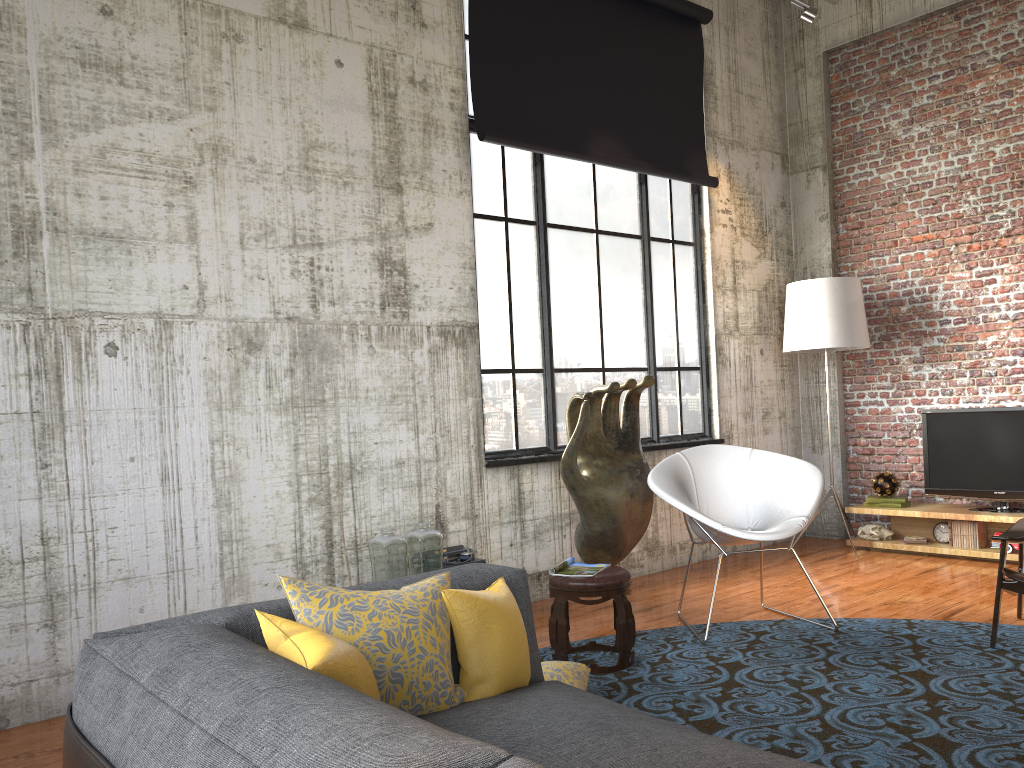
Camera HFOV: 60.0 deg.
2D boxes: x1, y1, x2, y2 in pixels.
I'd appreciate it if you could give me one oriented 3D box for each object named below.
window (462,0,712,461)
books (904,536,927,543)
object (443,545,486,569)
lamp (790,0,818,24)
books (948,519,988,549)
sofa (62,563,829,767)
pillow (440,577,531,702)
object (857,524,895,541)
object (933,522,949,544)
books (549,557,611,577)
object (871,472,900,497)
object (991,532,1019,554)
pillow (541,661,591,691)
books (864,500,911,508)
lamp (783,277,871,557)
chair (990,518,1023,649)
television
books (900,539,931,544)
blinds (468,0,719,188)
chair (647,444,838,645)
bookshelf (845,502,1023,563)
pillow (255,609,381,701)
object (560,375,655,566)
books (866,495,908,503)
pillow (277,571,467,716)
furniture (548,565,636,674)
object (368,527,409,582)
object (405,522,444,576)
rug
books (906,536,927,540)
[{"bbox_3d":[0.637,-1.181,6.634,2.577,3.436,0.050,-2,0,-41],"label":"window"},{"bbox_3d":[3.231,1.248,7.101,0.166,0.021,0.210,-3,-2,24],"label":"books"},{"bbox_3d":[-0.310,1.041,5.097,0.423,0.153,0.382,-2,-2,-41],"label":"object"},{"bbox_3d":[2.187,-2.776,6.572,0.226,0.215,0.102,-3,0,1],"label":"lamp"},{"bbox_3d":[3.509,1.149,6.831,0.173,0.218,0.232,-2,-1,-40],"label":"books"},{"bbox_3d":[0.296,0.926,1.447,1.361,0.861,3.006,-2,-2,-39],"label":"sofa"},{"bbox_3d":[-0.051,0.699,2.444,0.168,0.319,0.434,-3,-1,24],"label":"pillow"},{"bbox_3d":[3.021,1.225,7.341,0.183,0.133,0.274,-2,-1,-32],"label":"object"},{"bbox_3d":[3.422,1.180,7.017,0.068,0.172,0.169,-3,0,-39],"label":"object"},{"bbox_3d":[0.350,0.933,4.526,0.229,0.043,0.300,-3,-2,23],"label":"books"},{"bbox_3d":[3.106,0.836,7.372,0.215,0.208,0.216,-3,-1,39],"label":"object"},{"bbox_3d":[3.818,1.140,6.412,0.600,0.174,0.243,-4,-1,41],"label":"object"},{"bbox_3d":[0.153,1.323,3.799,0.481,0.247,0.503,-3,-1,16],"label":"pillow"},{"bbox_3d":[3.115,0.993,7.357,0.302,0.037,0.243,-4,-2,42],"label":"books"},{"bbox_3d":[2.653,0.270,7.405,0.693,2.243,0.707,-3,0,-18],"label":"lamp"},{"bbox_3d":[2.942,0.901,4.435,0.876,0.793,1.042,-3,-1,39],"label":"chair"},{"bbox_3d":[3.705,0.571,6.737,1.090,0.793,0.285,-3,0,36],"label":"television"},{"bbox_3d":[3.231,1.268,7.110,0.211,0.020,0.162,-3,-2,17],"label":"books"},{"bbox_3d":[0.693,-2.313,6.491,2.441,1.464,0.150,-2,0,-40],"label":"blinds"},{"bbox_3d":[1.317,0.877,5.123,1.057,1.030,0.806,-3,0,-1],"label":"chair"},{"bbox_3d":[4.239,1.103,6.106,0.548,0.359,3.848,-2,-2,-41],"label":"bookshelf"},{"bbox_3d":[-0.419,0.706,2.014,0.228,0.371,0.405,-3,-1,-31],"label":"pillow"},{"bbox_3d":[0.600,0.602,5.798,0.727,1.296,0.456,-3,0,-29],"label":"object"},{"bbox_3d":[3.113,0.956,7.357,0.302,0.037,0.243,-4,-2,29],"label":"books"},{"bbox_3d":[-0.321,0.689,2.254,0.536,0.446,0.260,-2,0,-33],"label":"pillow"},{"bbox_3d":[0.405,1.183,4.527,0.432,0.477,0.432,-3,0,4],"label":"furniture"},{"bbox_3d":[-0.651,0.946,4.700,0.163,0.361,0.163,-3,0,-42],"label":"object"},{"bbox_3d":[-0.475,0.941,4.851,0.163,0.361,0.163,-3,0,-38],"label":"object"},{"bbox_3d":[1.455,1.327,2.782,4.846,0.009,4.846,-3,-2,6],"label":"rug"},{"bbox_3d":[3.235,1.230,7.091,0.113,0.016,0.114,-2,-2,-16],"label":"books"}]
